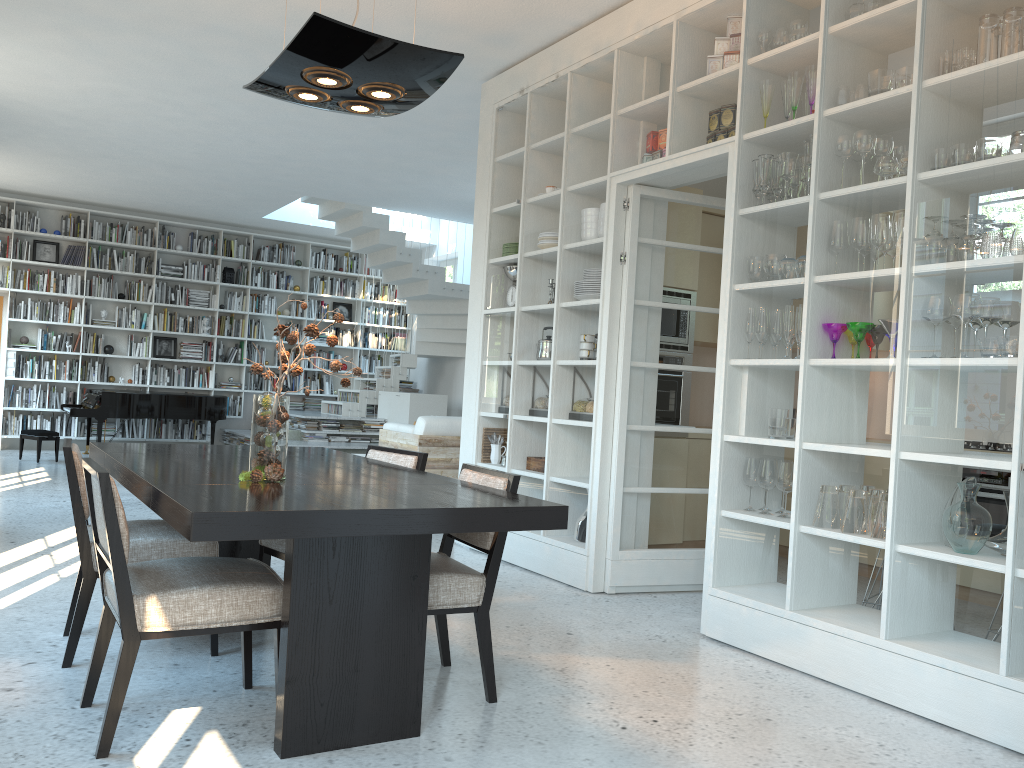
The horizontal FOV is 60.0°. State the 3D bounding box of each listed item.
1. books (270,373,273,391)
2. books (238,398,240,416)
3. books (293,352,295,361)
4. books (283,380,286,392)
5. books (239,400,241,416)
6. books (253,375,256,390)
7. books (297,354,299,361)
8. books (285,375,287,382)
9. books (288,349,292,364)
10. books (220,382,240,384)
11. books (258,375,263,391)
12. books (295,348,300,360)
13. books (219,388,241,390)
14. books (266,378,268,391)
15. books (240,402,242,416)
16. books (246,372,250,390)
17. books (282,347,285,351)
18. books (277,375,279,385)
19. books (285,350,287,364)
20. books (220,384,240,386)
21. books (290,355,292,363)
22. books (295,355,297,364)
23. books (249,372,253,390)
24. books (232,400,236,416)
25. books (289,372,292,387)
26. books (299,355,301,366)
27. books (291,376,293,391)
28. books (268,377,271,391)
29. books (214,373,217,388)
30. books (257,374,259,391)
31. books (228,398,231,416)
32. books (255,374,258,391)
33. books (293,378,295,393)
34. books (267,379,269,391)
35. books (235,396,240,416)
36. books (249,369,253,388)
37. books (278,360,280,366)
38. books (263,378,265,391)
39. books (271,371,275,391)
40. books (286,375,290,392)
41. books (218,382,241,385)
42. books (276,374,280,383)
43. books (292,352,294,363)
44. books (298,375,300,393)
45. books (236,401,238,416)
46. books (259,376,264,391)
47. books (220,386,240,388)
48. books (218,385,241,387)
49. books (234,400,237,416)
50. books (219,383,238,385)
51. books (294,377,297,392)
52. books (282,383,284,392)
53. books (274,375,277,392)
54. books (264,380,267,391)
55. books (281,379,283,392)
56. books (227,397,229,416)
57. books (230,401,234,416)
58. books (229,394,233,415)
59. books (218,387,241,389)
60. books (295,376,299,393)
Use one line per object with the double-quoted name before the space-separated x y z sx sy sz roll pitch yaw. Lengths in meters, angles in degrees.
"books" -3.513 -0.037 12.910 0.012 0.285 0.159 3 0 -31
"books" -3.895 0.317 12.589 0.015 0.271 0.157 3 0 -31
"books" -3.230 -0.358 13.063 0.021 0.232 0.155 3 0 -31
"books" -3.355 0.026 12.993 0.025 0.181 0.169 3 0 -31
"books" -3.877 0.337 12.584 0.013 0.233 0.149 3 0 -31
"books" -3.725 -0.037 12.752 0.023 0.256 0.178 3 0 -31
"books" -3.184 -0.342 13.082 0.013 0.204 0.158 3 0 -31
"books" -3.339 -0.007 13.004 0.012 0.249 0.164 3 0 -31
"books" -3.263 -0.382 13.029 0.006 0.274 0.173 3 0 -31
"books" -3.990 -0.018 12.542 0.254 0.012 0.161 4 -1 -22
"books" -3.661 -0.020 12.807 0.065 0.231 0.162 3 0 -31
"books" -3.169 -0.387 13.081 0.007 0.295 0.162 3 0 -31
"books" -3.997 0.067 12.546 0.285 0.012 0.159 4 -1 -28
"books" -3.573 -0.032 12.865 0.014 0.268 0.171 3 0 -31
"books" -3.874 0.351 12.601 0.012 0.206 0.160 3 0 -31
"books" -3.790 -0.040 12.733 0.012 0.254 0.161 3 0 -31
"books" -3.357 -0.394 12.991 0.007 0.285 0.159 3 0 -31
"books" -3.443 -0.011 12.955 0.021 0.242 0.131 3 0 -31
"books" -3.334 -0.375 12.976 0.018 0.251 0.184 3 0 -31
"books" -3.996 0.018 12.550 0.254 0.012 0.161 4 -1 -26
"books" -3.274 -0.337 13.020 0.019 0.183 0.190 3 0 -31
"books" -3.202 -0.331 13.050 0.016 0.180 0.189 3 0 -31
"books" -3.764 -0.043 12.725 0.023 0.262 0.186 3 0 -31
"books" -3.937 0.337 12.531 0.026 0.225 0.175 3 0 -31
"books" -3.271 -0.025 13.049 0.013 0.294 0.134 3 0 -31
"books" -3.155 -0.349 13.117 0.009 0.223 0.146 3 0 -31
"books" -3.258 -0.009 13.058 0.021 0.264 0.150 3 0 -31
"books" -3.541 -0.023 12.872 0.025 0.252 0.181 3 0 -31
"books" -4.191 -0.045 12.503 0.030 0.210 0.136 3 0 -31
"books" -3.688 -0.045 12.783 0.010 0.277 0.174 3 0 -31
"books" -3.996 0.323 12.504 0.014 0.246 0.176 3 0 -31
"books" -3.700 -0.054 12.764 0.030 0.294 0.188 3 0 -31
"books" -3.239 0.014 13.057 0.013 0.220 0.168 3 0 -31
"books" -3.566 -0.008 12.876 0.012 0.221 0.153 3 0 -31
"books" -3.899 0.310 12.561 0.021 0.285 0.172 3 0 -31
"books" -3.749 -0.069 12.735 0.010 0.316 0.186 3 0 -31
"books" -3.410 -0.363 12.937 0.016 0.216 0.177 3 0 -31
"books" -3.616 -0.018 12.847 0.029 0.234 0.142 3 0 -31
"books" -3.491 -0.040 12.898 0.012 0.293 0.175 3 0 -31
"books" -3.303 -0.013 13.019 0.070 0.266 0.186 3 0 -31
"books" -3.994 -0.006 12.548 0.285 0.012 0.159 4 -1 -27
"books" -3.414 -0.019 12.953 0.026 0.262 0.173 3 0 -31
"books" -3.253 -0.359 13.034 0.018 0.229 0.181 3 0 -31
"books" -3.168 -0.007 13.100 0.025 0.272 0.171 3 0 -31
"books" -3.911 0.345 12.547 0.011 0.212 0.178 3 0 -31
"books" -3.629 -0.011 12.828 0.011 0.217 0.175 3 0 -31
"books" -3.997 0.042 12.548 0.254 0.012 0.161 4 -1 -25
"books" -3.995 0.030 12.546 0.285 0.012 0.159 4 -1 -28
"books" -3.929 0.337 12.555 0.012 0.225 0.149 3 0 -31
"books" -3.991 0.006 12.540 0.254 0.012 0.161 4 -1 -31
"books" -3.209 0.012 13.068 0.025 0.228 0.175 3 0 -31
"books" -3.378 0.009 12.986 0.022 0.211 0.135 3 0 -31
"books" -3.475 -0.014 12.911 0.031 0.244 0.184 3 0 -31
"books" -3.592 -0.014 12.857 0.024 0.228 0.159 3 0 -31
"books" -3.396 -0.018 12.972 0.026 0.263 0.169 3 0 -31
"books" -4.019 0.312 12.500 0.005 0.264 0.162 3 0 -31
"books" -3.967 0.347 12.542 0.013 0.202 0.139 3 0 -31
"books" -3.984 0.297 12.532 0.032 0.300 0.149 3 0 -31
"books" -3.999 0.055 12.551 0.285 0.012 0.159 4 -1 -26
"books" -3.190 -0.002 13.087 0.026 0.258 0.156 3 0 -31
